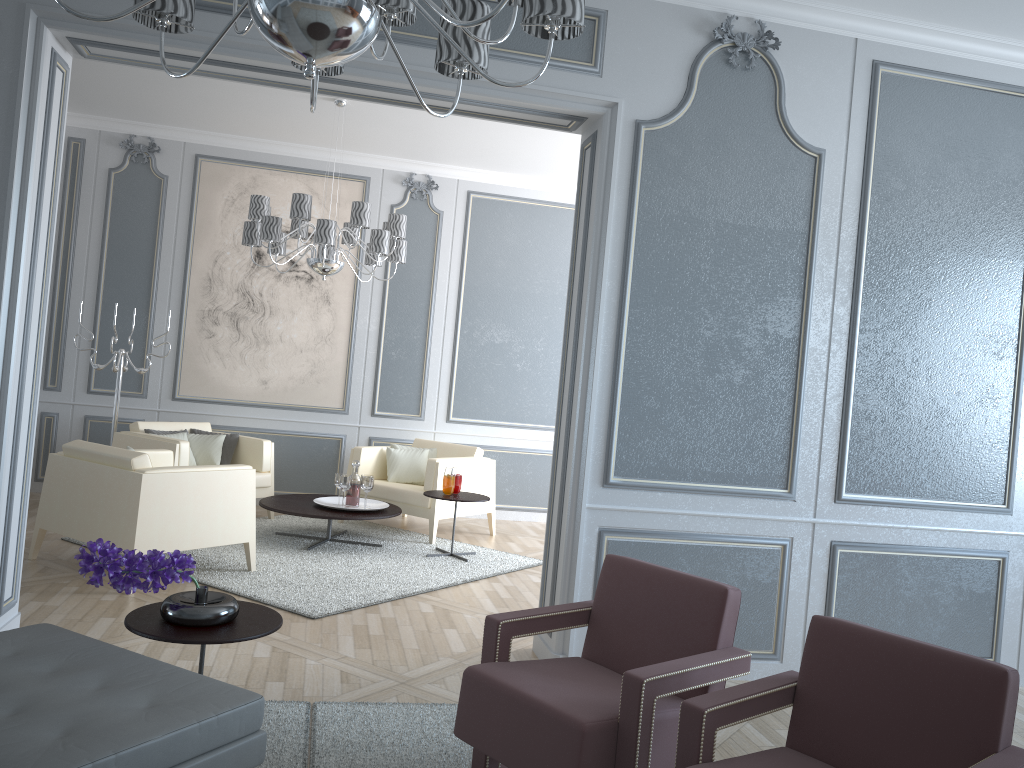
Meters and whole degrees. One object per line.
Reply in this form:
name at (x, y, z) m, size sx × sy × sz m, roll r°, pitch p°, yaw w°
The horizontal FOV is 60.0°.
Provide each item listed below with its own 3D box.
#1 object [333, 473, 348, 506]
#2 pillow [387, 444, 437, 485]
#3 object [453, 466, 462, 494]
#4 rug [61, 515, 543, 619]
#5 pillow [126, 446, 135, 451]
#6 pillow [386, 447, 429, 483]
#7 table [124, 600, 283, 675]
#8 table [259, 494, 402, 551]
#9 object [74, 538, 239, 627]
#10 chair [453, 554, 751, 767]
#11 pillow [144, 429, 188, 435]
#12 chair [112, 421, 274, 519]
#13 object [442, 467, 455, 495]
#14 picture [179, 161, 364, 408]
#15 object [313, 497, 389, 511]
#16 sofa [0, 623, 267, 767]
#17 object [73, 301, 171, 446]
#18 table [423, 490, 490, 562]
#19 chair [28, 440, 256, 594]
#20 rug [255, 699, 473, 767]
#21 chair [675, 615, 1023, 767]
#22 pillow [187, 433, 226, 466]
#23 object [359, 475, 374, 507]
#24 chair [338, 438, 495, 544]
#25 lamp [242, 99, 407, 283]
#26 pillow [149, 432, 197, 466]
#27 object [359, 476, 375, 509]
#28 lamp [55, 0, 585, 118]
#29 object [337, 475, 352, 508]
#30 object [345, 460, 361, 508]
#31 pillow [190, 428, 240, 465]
object at (-1.078, 0.662, 5.562) m, size 0.080 × 0.196 × 0.080 m, roll 6°, pitch -1°, yaw -29°
pillow at (-0.721, 0.588, 6.434) m, size 0.351 × 0.276 × 0.184 m, roll 5°, pitch 0°, yaw -6°
object at (-0.350, 0.601, 5.542) m, size 0.075 × 0.166 × 0.075 m, roll 5°, pitch -1°, yaw 37°
rug at (-1.151, 0.993, 5.266) m, size 2.001 × 0.010 × 1.998 m, roll 5°, pitch 0°, yaw 33°
pillow at (-1.973, 0.483, 4.592) m, size 0.182 × 0.285 × 0.360 m, roll 5°, pitch 0°, yaw -6°
pillow at (-0.746, 0.586, 6.349) m, size 0.311 × 0.245 × 0.163 m, roll 5°, pitch 0°, yaw -17°
table at (-0.862, 0.836, 2.444) m, size 0.414 × 0.385 × 0.414 m, roll 5°, pitch 0°, yaw -24°
table at (-1.144, 0.877, 5.571) m, size 0.882 × 0.239 × 0.882 m, roll 5°, pitch 0°, yaw -14°
object at (-0.931, 0.526, 2.368) m, size 0.424 × 0.221 × 0.206 m, roll 5°, pitch 0°, yaw -42°
chair at (0.226, 0.819, 2.367) m, size 0.605 × 0.620 × 0.576 m, roll 5°, pitch 0°, yaw -42°
pillow at (-2.298, 0.446, 5.959) m, size 0.184 × 0.276 × 0.350 m, roll 5°, pitch 0°, yaw 34°
chair at (-2.154, 0.591, 5.993) m, size 0.737 × 0.621 × 0.854 m, roll 5°, pitch 0°, yaw 33°
object at (-0.389, 0.598, 5.464) m, size 0.075 × 0.166 × 0.075 m, roll 5°, pitch -1°, yaw -23°
picture at (-1.810, -0.738, 6.723) m, size 1.199 × 1.751 × 0.001 m, roll 5°, pitch -1°, yaw -12°
object at (-1.004, 0.756, 5.542) m, size 0.468 × 0.028 × 0.468 m, roll 5°, pitch 0°, yaw 1°
sofa at (-1.416, 0.649, 1.216) m, size 0.810 × 0.668 × 2.202 m, roll 5°, pitch 0°, yaw 28°
object at (-2.691, 0.157, 6.031) m, size 0.447 × 1.386 × 0.446 m, roll 5°, pitch -1°, yaw 33°
table at (-0.356, 0.877, 5.460) m, size 0.414 × 0.385 × 0.414 m, roll 5°, pitch 0°, yaw 36°
chair at (-1.857, 0.625, 4.551) m, size 0.855 × 0.621 × 0.736 m, roll 5°, pitch 0°, yaw 33°
rug at (-0.335, 1.087, 1.347) m, size 2.017 × 0.010 × 3.205 m, roll 5°, pitch 0°, yaw -12°
chair at (0.667, 0.862, 1.823) m, size 0.605 × 0.620 × 0.576 m, roll 5°, pitch 0°, yaw -42°
pillow at (-2.136, 0.459, 6.067) m, size 0.311 × 0.245 × 0.163 m, roll 5°, pitch 0°, yaw -7°
object at (-0.923, 0.676, 5.604) m, size 0.080 × 0.196 × 0.080 m, roll 6°, pitch -1°, yaw -29°
chair at (-0.649, 0.727, 6.304) m, size 0.855 × 0.621 × 0.736 m, roll 5°, pitch 0°, yaw 33°
lamp at (-1.116, -1.194, 5.474) m, size 0.976 × 1.120 × 0.977 m, roll 5°, pitch 0°, yaw -23°
pillow at (-2.249, 0.450, 5.885) m, size 0.163 × 0.245 × 0.311 m, roll 5°, pitch 0°, yaw 23°
object at (-0.905, 0.678, 5.522) m, size 0.080 × 0.196 × 0.080 m, roll 6°, pitch -1°, yaw -29°
lamp at (-0.315, -1.101, 1.585) m, size 0.976 × 1.120 × 0.977 m, roll 5°, pitch 0°, yaw -23°
object at (-1.036, 0.666, 5.473) m, size 0.080 × 0.196 × 0.080 m, roll 5°, pitch -1°, yaw -9°
object at (-0.988, 0.623, 5.555) m, size 0.086 × 0.290 × 0.086 m, roll 5°, pitch -1°, yaw 9°
pillow at (-2.097, 0.463, 6.146) m, size 0.351 × 0.276 × 0.184 m, roll 5°, pitch 0°, yaw 4°
